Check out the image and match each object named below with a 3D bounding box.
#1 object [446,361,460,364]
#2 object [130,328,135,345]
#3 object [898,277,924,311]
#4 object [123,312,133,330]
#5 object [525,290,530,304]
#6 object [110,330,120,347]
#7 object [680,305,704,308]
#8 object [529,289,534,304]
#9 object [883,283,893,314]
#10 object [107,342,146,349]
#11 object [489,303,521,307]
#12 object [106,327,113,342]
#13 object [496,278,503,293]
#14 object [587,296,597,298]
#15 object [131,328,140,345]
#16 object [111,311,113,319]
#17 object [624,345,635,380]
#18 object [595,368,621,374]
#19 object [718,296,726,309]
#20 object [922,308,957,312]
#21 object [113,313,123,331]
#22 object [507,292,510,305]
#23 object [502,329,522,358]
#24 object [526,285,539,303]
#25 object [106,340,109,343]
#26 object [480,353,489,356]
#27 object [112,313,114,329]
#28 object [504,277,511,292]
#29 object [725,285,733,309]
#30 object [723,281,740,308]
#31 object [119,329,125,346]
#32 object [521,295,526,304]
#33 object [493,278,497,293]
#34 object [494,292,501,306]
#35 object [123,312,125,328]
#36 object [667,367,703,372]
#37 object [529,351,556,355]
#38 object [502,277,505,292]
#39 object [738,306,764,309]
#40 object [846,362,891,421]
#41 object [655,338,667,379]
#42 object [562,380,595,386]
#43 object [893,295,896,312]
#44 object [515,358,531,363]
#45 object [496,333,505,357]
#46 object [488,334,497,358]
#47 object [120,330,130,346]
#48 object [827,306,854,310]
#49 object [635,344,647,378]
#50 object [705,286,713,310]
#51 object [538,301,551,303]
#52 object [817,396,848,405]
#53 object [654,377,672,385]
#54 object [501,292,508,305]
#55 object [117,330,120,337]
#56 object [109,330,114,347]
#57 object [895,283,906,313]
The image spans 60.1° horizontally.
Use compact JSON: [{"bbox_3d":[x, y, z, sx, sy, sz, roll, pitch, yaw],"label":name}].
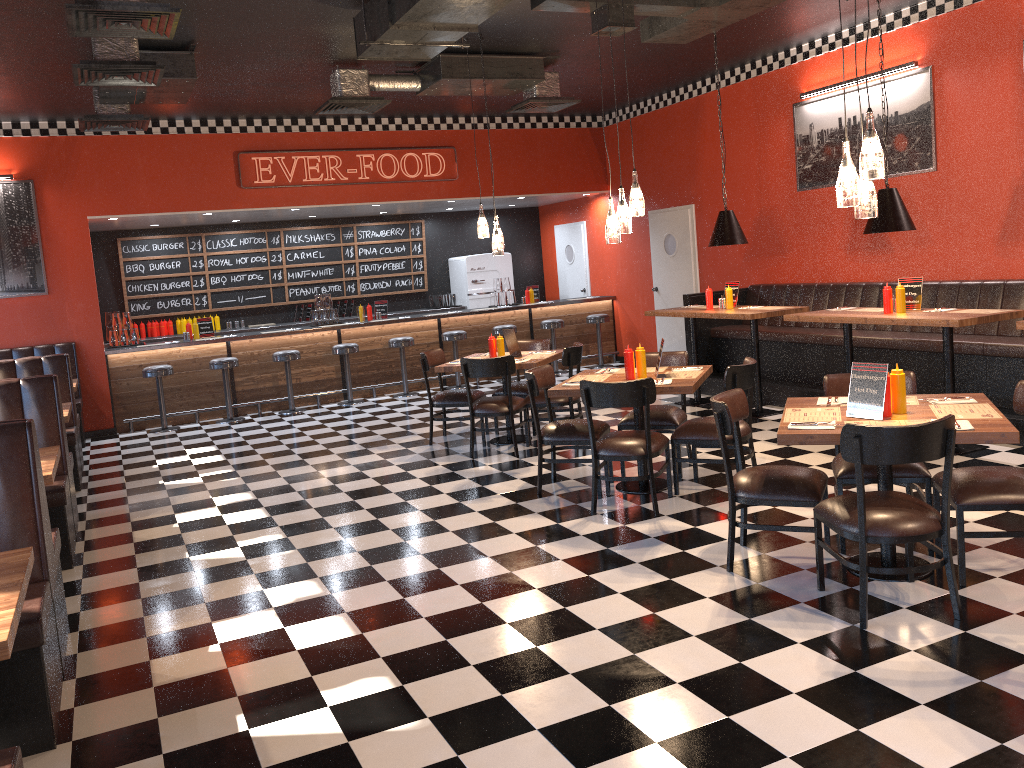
[{"bbox_3d":[-0.459,-0.198,7.990,0.255,0.019,0.158,-1,9,24],"label":"object"},{"bbox_3d":[-4.721,-0.590,11.063,0.106,0.208,0.105,-10,8,-39],"label":"object"},{"bbox_3d":[3.133,-0.709,6.981,0.188,0.256,0.072,1,8,45],"label":"object"},{"bbox_3d":[-4.738,-0.779,10.922,0.106,0.208,0.105,-10,8,-39],"label":"object"},{"bbox_3d":[0.231,-1.305,13.124,0.068,0.237,0.068,-4,6,6],"label":"object"},{"bbox_3d":[-4.878,-0.552,10.882,0.106,0.208,0.105,-10,8,-39],"label":"object"},{"bbox_3d":[1.915,-0.834,9.495,0.255,0.019,0.158,-9,9,-27],"label":"object"},{"bbox_3d":[0.292,-1.320,13.194,0.068,0.237,0.068,-1,7,34],"label":"object"},{"bbox_3d":[2.920,-0.668,6.884,0.068,0.237,0.068,-5,6,-4],"label":"object"},{"bbox_3d":[-4.778,-0.477,10.988,0.438,0.018,0.273,-8,9,-24],"label":"object"},{"bbox_3d":[-0.112,-1.165,13.127,0.438,0.018,0.273,-8,9,-24],"label":"object"},{"bbox_3d":[-5.533,-0.679,12.204,0.106,0.208,0.105,-10,8,-39],"label":"object"},{"bbox_3d":[-0.184,-1.453,13.023,0.105,0.208,0.106,-3,6,20],"label":"object"},{"bbox_3d":[1.227,-1.322,13.443,0.157,0.019,0.256,-7,8,-14],"label":"object"},{"bbox_3d":[-4.661,-0.581,10.962,0.106,0.208,0.105,-10,8,-39],"label":"object"},{"bbox_3d":[-5.611,-0.904,12.355,0.106,0.208,0.105,-10,8,-39],"label":"object"},{"bbox_3d":[0.803,-0.150,6.065,0.068,0.237,0.068,-7,6,-19],"label":"object"},{"bbox_3d":[0.706,-0.098,6.555,0.157,0.019,0.256,-2,8,23],"label":"object"},{"bbox_3d":[2.101,-0.818,8.845,0.047,0.135,0.094,-8,7,-33],"label":"object"},{"bbox_3d":[3.241,-0.565,6.742,0.255,0.019,0.158,-9,9,-27],"label":"object"},{"bbox_3d":[-4.849,-0.765,10.884,0.106,0.208,0.105,-10,8,-39],"label":"object"},{"bbox_3d":[-0.055,-1.278,13.202,0.105,0.208,0.106,-3,6,20],"label":"object"},{"bbox_3d":[0.001,-0.377,8.126,0.072,0.256,0.188,-9,7,-34],"label":"object"},{"bbox_3d":[0.316,-1.350,13.333,0.188,0.256,0.072,-4,6,10],"label":"object"},{"bbox_3d":[-5.509,-0.602,12.337,0.273,0.018,0.438,-8,9,-24],"label":"object"},{"bbox_3d":[-0.211,-0.290,8.502,0.157,0.019,0.256,-1,9,23],"label":"object"},{"bbox_3d":[-4.892,-0.772,10.964,0.106,0.208,0.105,-10,8,-39],"label":"object"},{"bbox_3d":[-0.072,-1.468,13.061,0.105,0.208,0.106,-3,6,20],"label":"object"},{"bbox_3d":[2.142,-0.858,8.733,0.068,0.237,0.068,0,7,40],"label":"object"},{"bbox_3d":[2.207,-0.901,8.929,0.072,0.256,0.188,-8,7,-33],"label":"object"},{"bbox_3d":[-4.828,-0.574,11.014,0.106,0.208,0.105,-10,8,-39],"label":"object"},{"bbox_3d":[0.181,-1.260,13.210,0.094,0.135,0.047,-8,7,-29],"label":"object"},{"bbox_3d":[-0.226,-1.461,13.103,0.105,0.208,0.106,-3,6,20],"label":"object"},{"bbox_3d":[-0.213,-1.240,13.021,0.105,0.208,0.106,-3,6,20],"label":"object"},{"bbox_3d":[-4.790,-0.789,11.021,0.106,0.208,0.105,-10,8,-39],"label":"object"},{"bbox_3d":[1.228,-0.109,6.317,0.255,0.019,0.158,-2,8,22],"label":"object"},{"bbox_3d":[0.277,-0.293,8.230,0.255,0.019,0.158,-3,8,15],"label":"object"},{"bbox_3d":[-0.125,-1.477,13.160,0.105,0.208,0.106,-3,6,20],"label":"object"},{"bbox_3d":[2.312,-0.746,8.622,0.255,0.019,0.158,-9,9,-27],"label":"object"},{"bbox_3d":[1.666,0.032,4.156,0.072,0.256,0.188,-9,7,-34],"label":"object"},{"bbox_3d":[1.014,-0.180,6.085,0.072,0.256,0.189,-4,6,6],"label":"object"},{"bbox_3d":[0.476,-0.009,6.052,0.255,0.019,0.158,-2,8,20],"label":"object"},{"bbox_3d":[2.999,-0.631,6.949,0.047,0.135,0.094,-9,7,-34],"label":"object"},{"bbox_3d":[0.068,-0.206,7.728,0.157,0.019,0.256,-2,8,21],"label":"object"},{"bbox_3d":[-0.103,-0.338,7.979,0.068,0.237,0.068,-6,6,-10],"label":"object"},{"bbox_3d":[-0.178,-0.339,8.034,0.068,0.237,0.068,-3,6,18],"label":"object"},{"bbox_3d":[-4.775,-0.565,10.918,0.106,0.208,0.105,-10,8,-39],"label":"object"},{"bbox_3d":[2.812,-0.648,7.608,0.255,0.019,0.158,-9,9,-27],"label":"object"},{"bbox_3d":[0.889,-0.162,6.102,0.068,0.237,0.068,-7,6,-19],"label":"object"},{"bbox_3d":[1.977,-0.865,8.884,0.068,0.237,0.068,0,7,40],"label":"object"},{"bbox_3d":[0.493,-1.214,13.107,0.158,0.019,0.255,-9,9,-29],"label":"object"},{"bbox_3d":[1.674,0.088,4.622,0.157,0.019,0.256,-2,8,22],"label":"object"},{"bbox_3d":[0.972,-0.019,5.824,0.157,0.019,0.256,-3,8,13],"label":"object"},{"bbox_3d":[-0.109,-1.254,13.057,0.105,0.208,0.106,-3,6,20],"label":"object"},{"bbox_3d":[-5.432,-0.696,12.262,0.106,0.208,0.105,-10,8,-39],"label":"object"},{"bbox_3d":[-4.937,-0.560,10.977,0.106,0.208,0.105,-10,8,-39],"label":"object"},{"bbox_3d":[2.995,-0.667,6.828,0.068,0.237,0.068,-6,6,-15],"label":"object"}]
